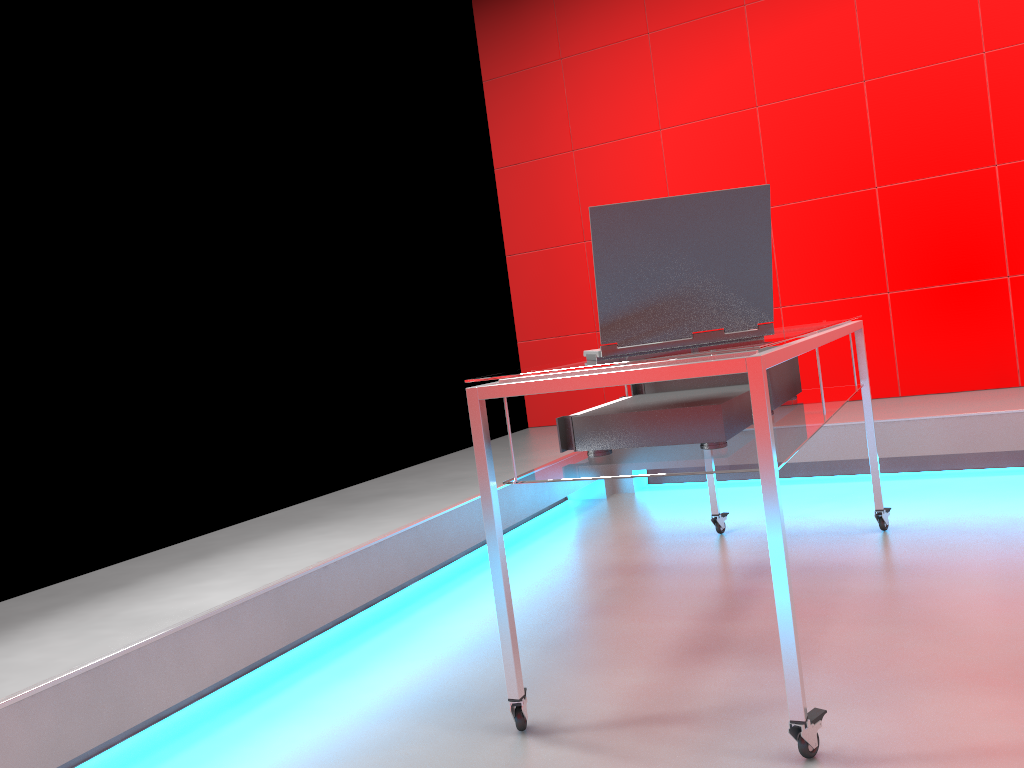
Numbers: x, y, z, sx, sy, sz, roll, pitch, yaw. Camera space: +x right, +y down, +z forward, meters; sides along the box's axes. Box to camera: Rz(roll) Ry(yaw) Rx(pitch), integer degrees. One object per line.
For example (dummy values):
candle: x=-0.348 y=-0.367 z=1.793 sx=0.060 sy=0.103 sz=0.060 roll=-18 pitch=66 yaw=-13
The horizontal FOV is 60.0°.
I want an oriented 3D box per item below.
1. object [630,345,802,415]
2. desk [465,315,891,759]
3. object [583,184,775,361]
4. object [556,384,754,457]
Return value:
object: x=0.577 y=0.000 z=2.482 sx=0.371 sy=0.158 sz=0.431 roll=-6 pitch=3 yaw=28
desk: x=0.562 y=0.228 z=2.264 sx=0.594 sy=0.690 sz=1.617 roll=-6 pitch=3 yaw=28
object: x=0.317 y=-0.211 z=1.799 sx=0.342 sy=0.285 sz=0.340 roll=-8 pitch=3 yaw=-2
object: x=0.361 y=0.081 z=2.046 sx=0.365 sy=0.092 sz=0.435 roll=-6 pitch=3 yaw=28
